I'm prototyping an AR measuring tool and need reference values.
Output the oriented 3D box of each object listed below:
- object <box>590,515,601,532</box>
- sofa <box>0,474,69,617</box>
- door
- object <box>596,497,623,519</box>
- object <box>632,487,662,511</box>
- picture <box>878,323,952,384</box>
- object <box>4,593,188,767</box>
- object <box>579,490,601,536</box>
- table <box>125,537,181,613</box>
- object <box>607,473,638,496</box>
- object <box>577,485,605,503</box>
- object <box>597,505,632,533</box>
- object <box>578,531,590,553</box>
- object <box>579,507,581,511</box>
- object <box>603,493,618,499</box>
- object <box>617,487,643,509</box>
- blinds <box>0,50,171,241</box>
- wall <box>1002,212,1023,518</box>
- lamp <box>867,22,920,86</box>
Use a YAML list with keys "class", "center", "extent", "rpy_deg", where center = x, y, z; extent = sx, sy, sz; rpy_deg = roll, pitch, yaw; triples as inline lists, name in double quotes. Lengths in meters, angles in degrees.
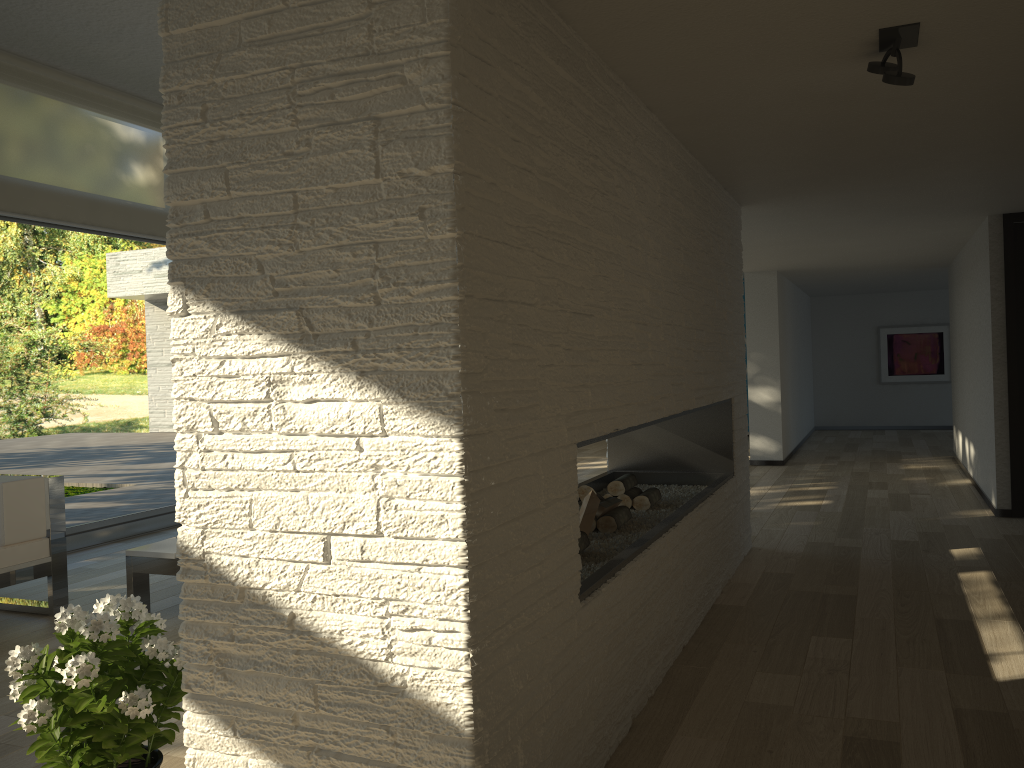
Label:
- class: "object"
  center: [0.334, 0.543, 3.575]
  extent: [0.076, 0.076, 0.236]
  rpy_deg: [-2, 1, 21]
- class: "sofa"
  center: [-2.634, 0.785, 3.091]
  extent: [1.545, 0.654, 2.405]
  rpy_deg: [-2, 1, 23]
- class: "door"
  center: [-1.588, -0.007, 6.376]
  extent: [19.437, 2.373, 22.954]
  rpy_deg: [-1, 1, 23]
- class: "object"
  center: [0.385, 0.500, 3.591]
  extent: [0.064, 0.060, 0.229]
  rpy_deg: [-2, 1, 24]
- class: "object"
  center: [0.618, 0.524, 4.051]
  extent: [0.082, 0.073, 0.237]
  rpy_deg: [-2, 1, 22]
- class: "picture"
  center: [5.677, -0.418, 12.476]
  extent: [0.958, 0.828, 0.017]
  rpy_deg: [-2, 0, 23]
- class: "object"
  center: [-0.949, 0.793, 2.100]
  extent: [0.405, 0.571, 0.431]
  rpy_deg: [-1, 1, 45]
- class: "object"
  center: [0.281, 0.502, 3.415]
  extent: [0.064, 0.165, 0.225]
  rpy_deg: [-2, 1, 22]
- class: "table"
  center: [-0.959, 0.876, 4.367]
  extent: [1.220, 0.305, 1.220]
  rpy_deg: [-2, 1, 23]
- class: "object"
  center: [0.511, 0.463, 4.094]
  extent: [0.082, 0.073, 0.237]
  rpy_deg: [-2, 1, 22]
- class: "object"
  center: [0.342, 0.493, 3.694]
  extent: [0.093, 0.170, 0.272]
  rpy_deg: [-2, 1, 21]
- class: "object"
  center: [0.412, 0.541, 3.554]
  extent: [0.082, 0.073, 0.237]
  rpy_deg: [-2, 1, 22]
- class: "object"
  center: [0.193, 0.559, 3.029]
  extent: [0.082, 0.073, 0.237]
  rpy_deg: [-2, 1, 22]
- class: "object"
  center: [0.272, 0.545, 3.616]
  extent: [0.075, 0.074, 0.246]
  rpy_deg: [-2, 1, 21]
- class: "object"
  center: [0.478, 0.528, 4.112]
  extent: [0.075, 0.074, 0.246]
  rpy_deg: [-2, 1, 21]
- class: "object"
  center: [0.541, 0.527, 4.072]
  extent: [0.076, 0.076, 0.236]
  rpy_deg: [-2, 1, 21]
- class: "blinds"
  center: [-3.103, -1.470, 4.975]
  extent: [0.056, 0.984, 11.532]
  rpy_deg: [-2, 1, 23]
- class: "wall"
  center: [3.610, -0.129, 5.535]
  extent: [0.920, 1.947, 0.108]
  rpy_deg: [-2, 0, 23]
- class: "lamp"
  center: [1.062, -0.886, 2.474]
  extent: [0.135, 0.153, 0.234]
  rpy_deg: [-2, 1, 23]
